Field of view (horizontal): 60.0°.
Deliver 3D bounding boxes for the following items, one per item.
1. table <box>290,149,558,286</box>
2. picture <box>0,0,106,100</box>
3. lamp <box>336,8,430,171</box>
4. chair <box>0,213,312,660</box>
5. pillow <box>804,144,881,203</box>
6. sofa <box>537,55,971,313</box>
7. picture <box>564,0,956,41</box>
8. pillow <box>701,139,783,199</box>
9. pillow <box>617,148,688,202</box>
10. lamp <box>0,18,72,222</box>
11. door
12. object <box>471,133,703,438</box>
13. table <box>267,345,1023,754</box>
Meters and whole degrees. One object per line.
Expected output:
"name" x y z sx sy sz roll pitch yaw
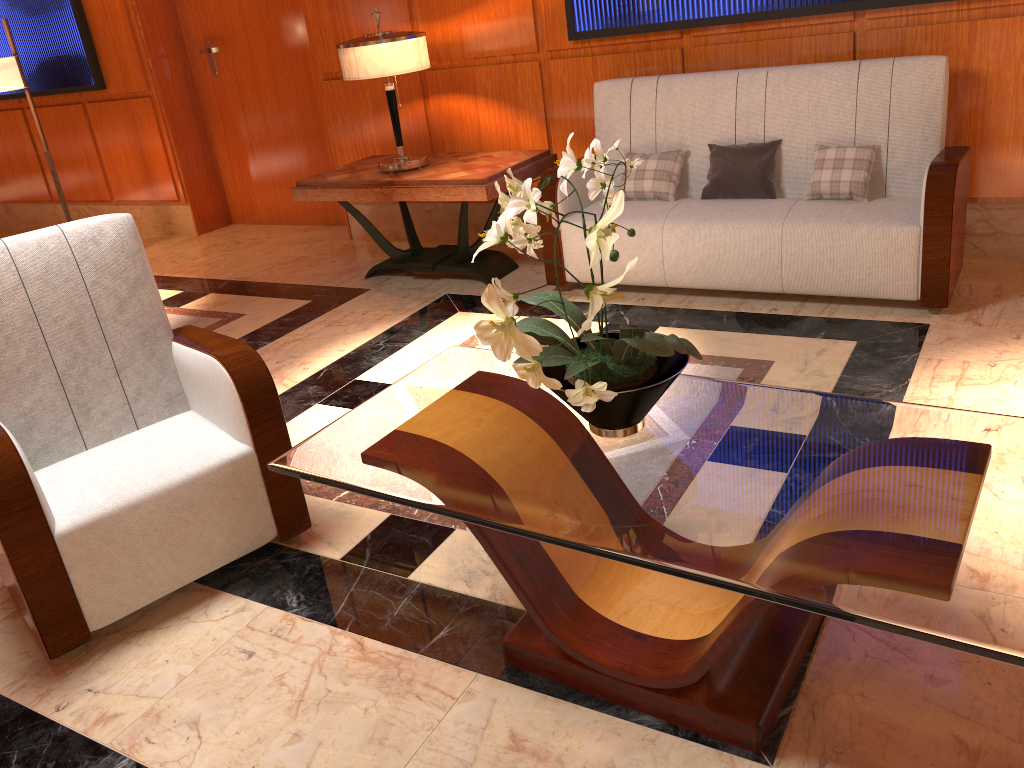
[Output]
"table" -0.447 -0.897 4.870 1.272 0.598 0.734 7 27 31
"picture" -3.963 -2.932 6.770 2.000 1.432 0.057 6 26 31
"lamp" -0.632 -1.523 4.585 0.459 0.783 0.465 -10 23 -5
"chair" -1.109 0.075 2.432 0.743 0.948 0.632 -25 28 -35
"pillow" 1.411 -0.898 3.792 0.274 0.226 0.204 8 28 33
"sofa" 1.030 -0.906 3.991 1.802 0.920 0.620 7 27 31
"picture" 1.065 -2.328 3.799 2.000 1.432 0.057 6 26 31
"pillow" 1.043 -0.971 4.041 0.358 0.249 0.162 5 26 27
"pillow" 0.657 -0.996 4.243 0.345 0.224 0.197 9 28 35
"lamp" -3.100 -1.500 5.783 0.360 1.638 0.534 1 24 21
"door" -1.829 -2.321 6.014 1.540 2.615 0.344 6 26 31
"object" 0.170 -0.184 1.839 0.417 0.609 0.799 -4 23 10
"table" 0.316 0.355 1.941 1.563 0.489 0.731 8 28 33
